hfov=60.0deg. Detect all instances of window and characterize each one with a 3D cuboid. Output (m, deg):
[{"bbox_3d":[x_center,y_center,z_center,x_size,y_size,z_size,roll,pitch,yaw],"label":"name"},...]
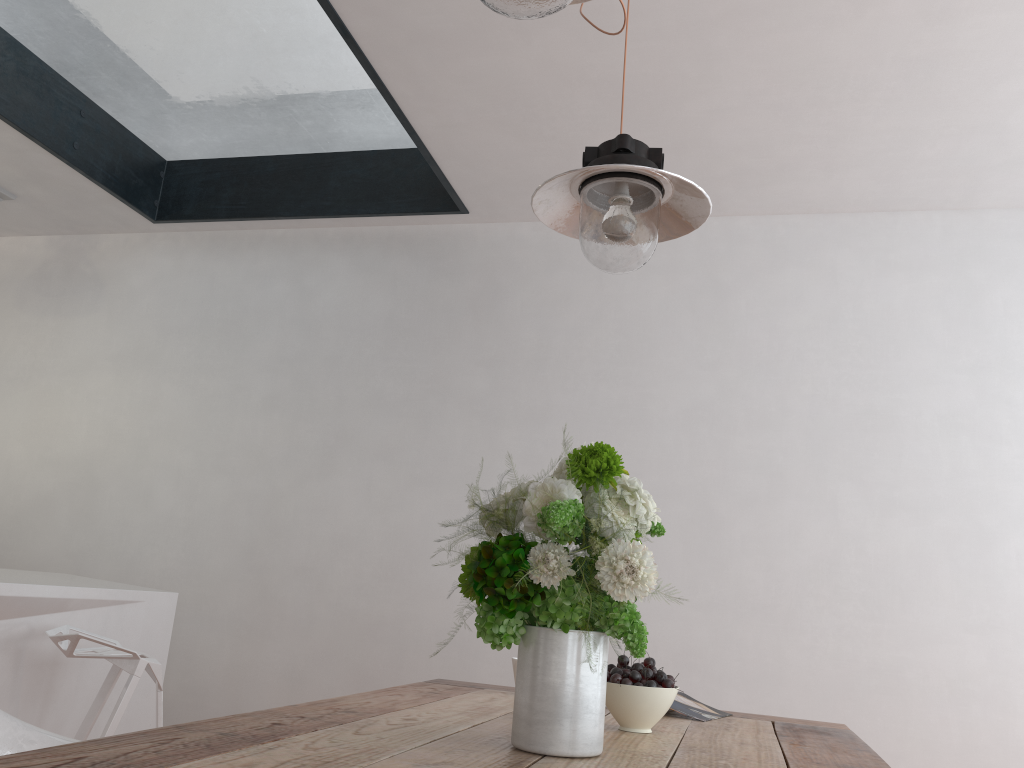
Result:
[{"bbox_3d":[-1.228,-1.360,2.715,1.546,0.035,2.700,1,-14,15],"label":"window"}]

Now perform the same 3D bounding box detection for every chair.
[{"bbox_3d":[-1.114,1.074,2.429,0.428,0.765,0.492,13,-16,-29],"label":"chair"},{"bbox_3d":[-0.790,0.874,1.413,0.505,0.710,0.577,4,-14,5],"label":"chair"}]

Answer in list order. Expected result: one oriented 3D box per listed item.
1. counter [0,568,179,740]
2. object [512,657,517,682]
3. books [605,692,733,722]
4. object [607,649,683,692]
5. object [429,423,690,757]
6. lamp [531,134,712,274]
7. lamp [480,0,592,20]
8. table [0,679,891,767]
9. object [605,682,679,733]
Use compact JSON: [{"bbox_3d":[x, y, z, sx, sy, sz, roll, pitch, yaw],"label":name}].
[{"bbox_3d":[-1.968,0.853,2.124,0.956,0.903,2.289,1,-14,15],"label":"counter"},{"bbox_3d":[0.044,0.673,2.042,0.082,0.078,0.127,0,-15,20],"label":"object"},{"bbox_3d":[0.324,0.695,1.942,0.267,0.035,0.218,-3,-16,29],"label":"books"},{"bbox_3d":[0.223,0.519,1.574,0.141,0.095,0.159,5,-14,1],"label":"object"},{"bbox_3d":[0.050,0.283,1.305,0.371,0.476,0.432,14,-17,-32],"label":"object"},{"bbox_3d":[0.226,-0.378,1.849,0.372,0.306,0.372,11,-15,-22],"label":"lamp"},{"bbox_3d":[0.023,-0.590,1.070,0.372,0.306,0.372,3,-14,9],"label":"lamp"},{"bbox_3d":[0.017,0.864,1.131,0.969,0.735,1.910,1,-14,15],"label":"table"},{"bbox_3d":[0.219,0.568,1.561,0.146,0.079,0.146,-1,-15,23],"label":"object"}]
